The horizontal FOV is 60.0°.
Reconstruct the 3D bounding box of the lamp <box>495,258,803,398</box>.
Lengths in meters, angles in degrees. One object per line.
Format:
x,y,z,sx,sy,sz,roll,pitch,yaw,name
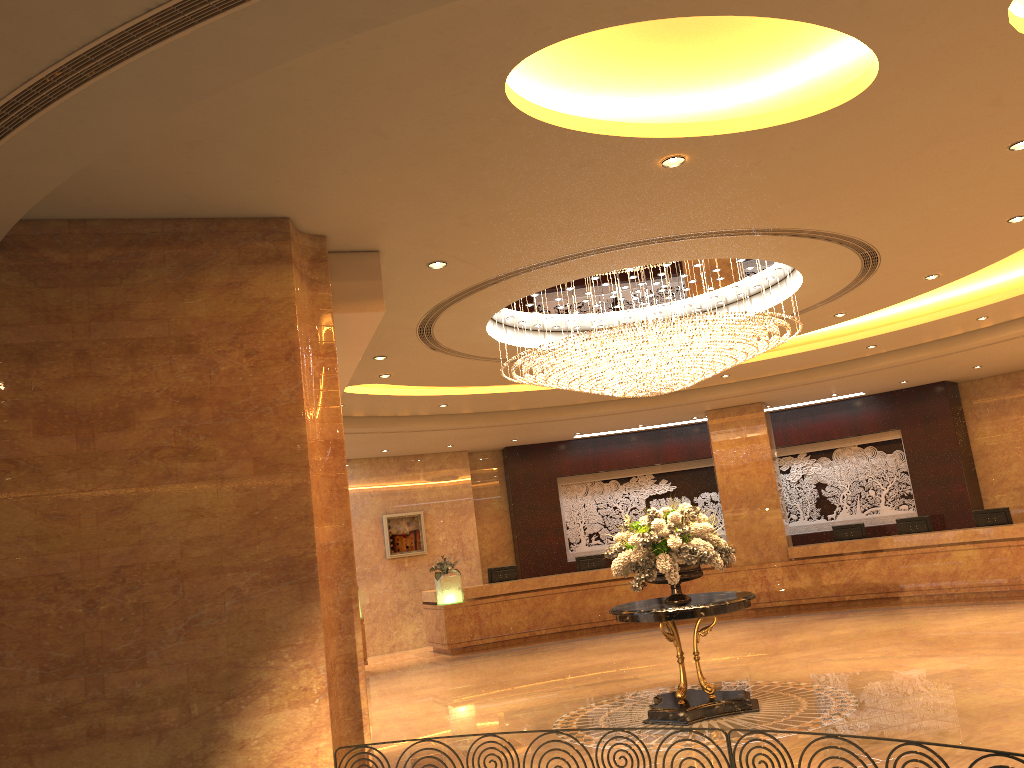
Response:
1.454,-0.465,9.590,3.206,1.196,3.204,-11,-11,19,lamp

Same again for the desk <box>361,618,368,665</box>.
-4.575,4.434,14.144,1.570,1.155,5.227,-15,-12,36,desk

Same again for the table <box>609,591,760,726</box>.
1.799,2.751,8.996,1.493,1.089,1.493,-3,-11,-24,table

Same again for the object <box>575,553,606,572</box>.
1.595,3.694,17.840,0.531,0.500,0.430,-14,-12,32,object

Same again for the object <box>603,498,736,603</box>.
1.646,1.740,9.201,1.277,0.999,1.318,-9,-10,13,object

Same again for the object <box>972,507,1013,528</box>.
8.393,2.422,15.450,0.430,0.500,0.531,-5,-10,-10,object

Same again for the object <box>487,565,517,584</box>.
-0.178,3.854,17.502,0.531,0.500,0.430,-11,-11,19,object

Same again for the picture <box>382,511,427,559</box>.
-2.231,3.146,18.511,0.875,0.890,0.068,-2,-11,-26,picture

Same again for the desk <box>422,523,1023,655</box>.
4.641,3.679,16.320,12.951,1.155,3.466,-10,-11,17,desk

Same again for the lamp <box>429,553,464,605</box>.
-1.239,3.681,16.748,0.577,0.925,0.542,-4,-10,-15,lamp

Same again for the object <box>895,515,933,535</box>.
7.402,2.693,16.277,0.430,0.500,0.531,-4,-10,-15,object

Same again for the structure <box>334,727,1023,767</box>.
0.754,1.780,1.492,3.815,0.995,7.624,-7,-10,1,structure

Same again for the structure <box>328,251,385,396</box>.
-1.759,-0.346,8.575,0.425,0.483,4.113,-4,-11,-17,structure

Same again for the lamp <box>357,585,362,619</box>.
-2.991,3.707,15.686,0.570,0.923,0.580,-3,-11,-21,lamp

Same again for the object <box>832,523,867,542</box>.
6.440,2.920,16.877,0.430,0.500,0.531,-3,-11,-21,object
